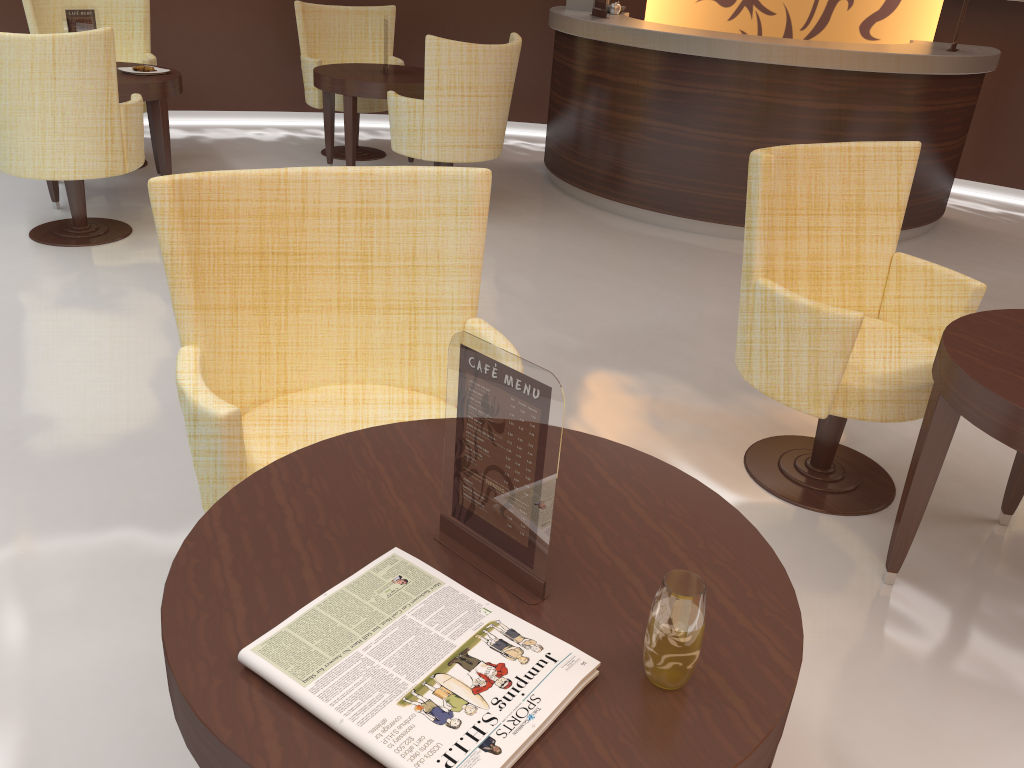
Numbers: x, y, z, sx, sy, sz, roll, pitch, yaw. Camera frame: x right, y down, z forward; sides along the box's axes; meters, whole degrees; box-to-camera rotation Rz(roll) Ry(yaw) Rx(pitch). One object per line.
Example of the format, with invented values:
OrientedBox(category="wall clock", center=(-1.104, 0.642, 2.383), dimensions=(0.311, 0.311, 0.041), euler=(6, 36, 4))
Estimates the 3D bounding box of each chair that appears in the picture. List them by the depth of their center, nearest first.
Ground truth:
OrientedBox(category="chair", center=(-0.359, 0.064, 1.990), dimensions=(0.729, 1.017, 0.685), euler=(-9, 29, -25))
OrientedBox(category="chair", center=(1.005, -0.181, 2.706), dimensions=(0.729, 1.017, 0.685), euler=(-12, 31, -30))
OrientedBox(category="chair", center=(-2.157, -1.206, 4.257), dimensions=(0.729, 1.017, 0.685), euler=(5, 26, 1))
OrientedBox(category="chair", center=(-0.346, -1.520, 5.184), dimensions=(0.685, 1.017, 0.729), euler=(23, 32, 33))
OrientedBox(category="chair", center=(-2.618, -1.917, 5.614), dimensions=(0.729, 1.017, 0.685), euler=(-9, 29, -25))
OrientedBox(category="chair", center=(-1.161, -2.184, 6.390), dimensions=(0.729, 1.017, 0.685), euler=(-6, 28, -21))

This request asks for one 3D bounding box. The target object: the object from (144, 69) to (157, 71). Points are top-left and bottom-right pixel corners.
OrientedBox(category="object", center=(-2.025, -1.760, 4.973), dimensions=(0.053, 0.014, 0.055), euler=(27, 34, 37))

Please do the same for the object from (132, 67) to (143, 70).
OrientedBox(category="object", center=(-2.085, -1.756, 4.937), dimensions=(0.055, 0.016, 0.052), euler=(-11, 30, -28))

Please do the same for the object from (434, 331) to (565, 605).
OrientedBox(category="object", center=(-0.020, 0.108, 1.194), dimensions=(0.209, 0.335, 0.042), euler=(27, 34, 37))

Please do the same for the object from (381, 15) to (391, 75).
OrientedBox(category="object", center=(-0.798, -2.145, 5.609), dimensions=(0.042, 0.335, 0.209), euler=(-3, 27, -15))

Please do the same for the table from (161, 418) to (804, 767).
OrientedBox(category="table", center=(-0.057, 0.561, 1.419), dimensions=(0.874, 0.679, 0.872), euler=(12, 27, 14))

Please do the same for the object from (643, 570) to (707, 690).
OrientedBox(category="object", center=(0.195, 0.296, 1.061), dimensions=(0.067, 0.148, 0.067), euler=(2, 26, -6))

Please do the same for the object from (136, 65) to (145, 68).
OrientedBox(category="object", center=(-2.103, -1.787, 5.009), dimensions=(0.054, 0.018, 0.051), euler=(-11, 30, -29))

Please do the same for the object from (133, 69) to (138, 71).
OrientedBox(category="object", center=(-2.092, -1.760, 4.970), dimensions=(0.054, 0.018, 0.051), euler=(-18, 34, -38))

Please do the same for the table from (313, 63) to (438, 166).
OrientedBox(category="table", center=(-0.847, -1.688, 5.824), dimensions=(0.874, 0.679, 0.872), euler=(12, 27, 14))

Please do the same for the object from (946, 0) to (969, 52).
OrientedBox(category="object", center=(2.619, -2.155, 5.147), dimensions=(0.052, 0.414, 0.258), euler=(18, 29, 25))

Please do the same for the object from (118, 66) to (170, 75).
OrientedBox(category="object", center=(-2.066, -1.759, 4.982), dimensions=(0.234, 0.020, 0.234), euler=(19, 30, 27))

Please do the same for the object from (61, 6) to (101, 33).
OrientedBox(category="object", center=(-2.317, -1.866, 4.799), dimensions=(0.042, 0.335, 0.209), euler=(21, 31, 30))

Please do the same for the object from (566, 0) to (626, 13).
OrientedBox(category="object", center=(0.598, -2.752, 6.105), dimensions=(0.373, 0.340, 0.270), euler=(11, 27, 13))

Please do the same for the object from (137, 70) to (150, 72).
OrientedBox(category="object", center=(-2.050, -1.744, 4.937), dimensions=(0.051, 0.018, 0.054), euler=(12, 27, 15))

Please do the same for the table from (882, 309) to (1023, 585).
OrientedBox(category="table", center=(1.440, 0.292, 2.205), dimensions=(0.874, 0.679, 0.872), euler=(7, 26, 5))

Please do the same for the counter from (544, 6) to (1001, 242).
OrientedBox(category="counter", center=(1.481, -1.653, 5.657), dimensions=(2.917, 1.100, 1.586), euler=(11, 27, 13))

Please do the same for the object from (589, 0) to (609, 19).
OrientedBox(category="object", center=(0.570, -2.529, 5.566), dimensions=(0.052, 0.414, 0.258), euler=(-3, 27, -15))

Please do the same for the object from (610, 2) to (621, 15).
OrientedBox(category="object", center=(0.693, -2.524, 5.956), dimensions=(0.075, 0.077, 0.075), euler=(18, 29, 25))

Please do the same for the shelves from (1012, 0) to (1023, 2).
OrientedBox(category="shelves", center=(2.049, -3.375, 6.343), dimensions=(4.744, 0.902, 0.586), euler=(12, 27, 15))

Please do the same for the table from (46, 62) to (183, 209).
OrientedBox(category="table", center=(-2.316, -1.420, 5.044), dimensions=(0.874, 0.679, 0.872), euler=(12, 27, 14))

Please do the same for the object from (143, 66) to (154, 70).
OrientedBox(category="object", center=(-2.059, -1.788, 5.022), dimensions=(0.055, 0.018, 0.052), euler=(2, 26, -6))

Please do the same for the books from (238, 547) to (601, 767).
OrientedBox(category="books", center=(-0.109, 0.336, 1.067), dimensions=(0.339, 0.028, 0.273), euler=(21, 31, 30))
